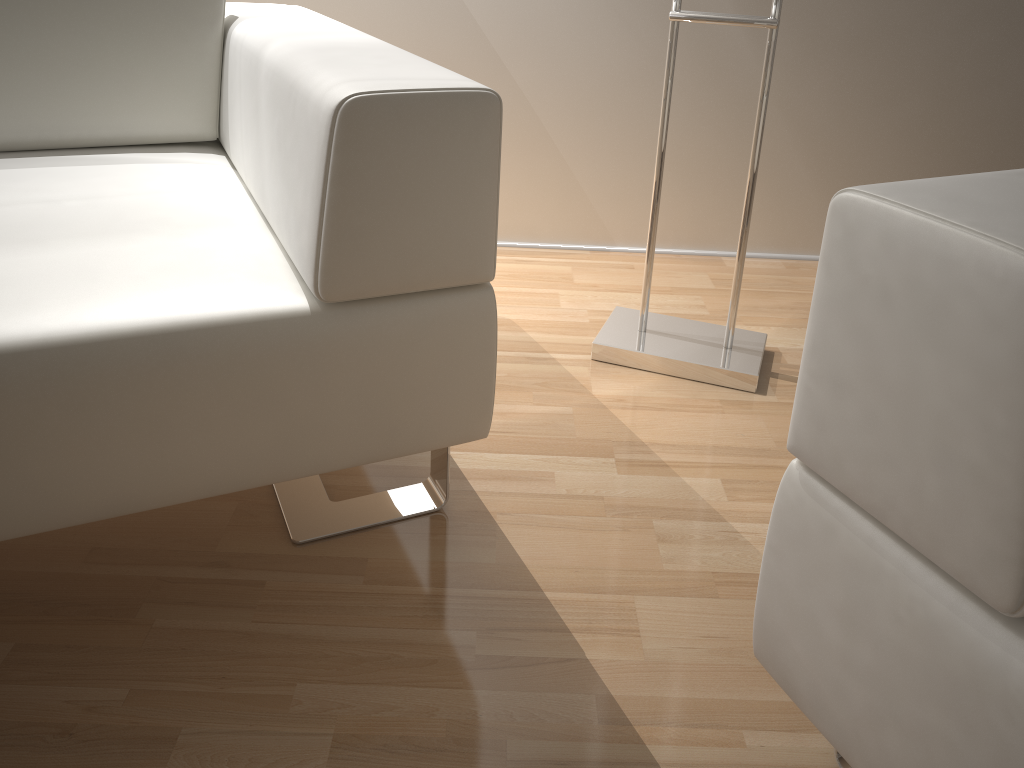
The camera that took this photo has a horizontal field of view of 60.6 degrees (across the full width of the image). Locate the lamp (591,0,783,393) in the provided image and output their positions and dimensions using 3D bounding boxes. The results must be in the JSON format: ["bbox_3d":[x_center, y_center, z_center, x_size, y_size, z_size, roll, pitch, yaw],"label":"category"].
[{"bbox_3d":[0.350,-0.790,1.322,0.368,1.581,0.218,10,22,18],"label":"lamp"}]

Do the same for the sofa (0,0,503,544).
[{"bbox_3d":[-1.001,-0.157,0.919,1.796,0.700,0.952,-10,28,-24],"label":"sofa"}]

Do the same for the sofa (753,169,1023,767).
[{"bbox_3d":[0.966,0.383,0.065,0.913,0.699,1.873,-8,29,-23],"label":"sofa"}]
